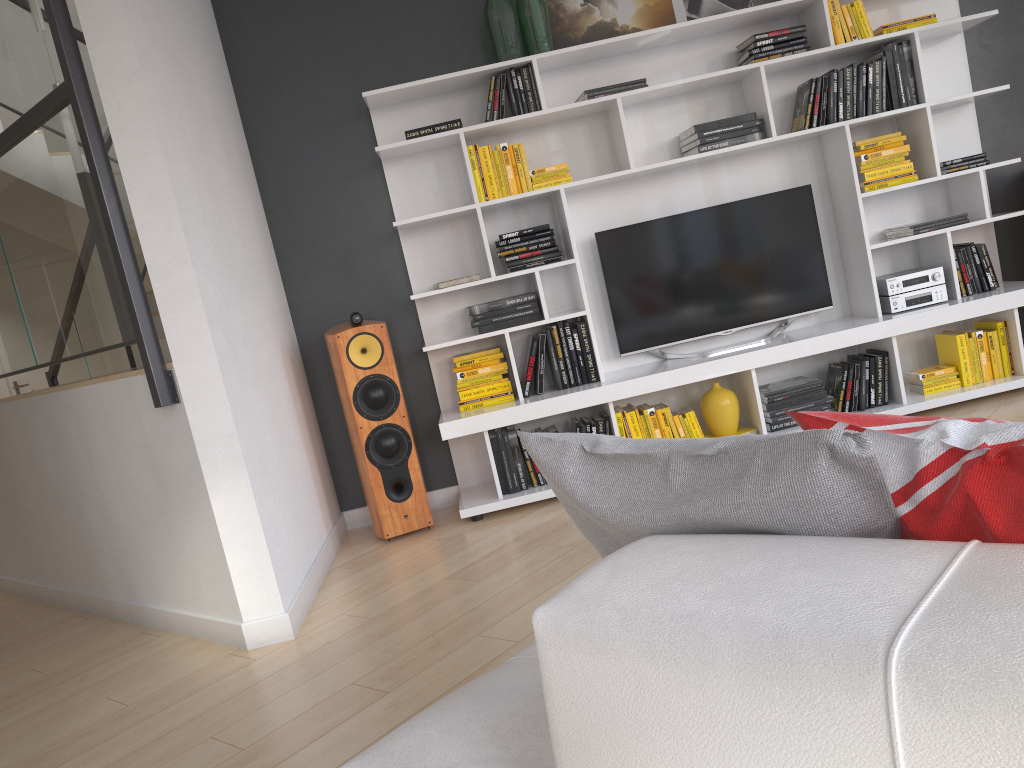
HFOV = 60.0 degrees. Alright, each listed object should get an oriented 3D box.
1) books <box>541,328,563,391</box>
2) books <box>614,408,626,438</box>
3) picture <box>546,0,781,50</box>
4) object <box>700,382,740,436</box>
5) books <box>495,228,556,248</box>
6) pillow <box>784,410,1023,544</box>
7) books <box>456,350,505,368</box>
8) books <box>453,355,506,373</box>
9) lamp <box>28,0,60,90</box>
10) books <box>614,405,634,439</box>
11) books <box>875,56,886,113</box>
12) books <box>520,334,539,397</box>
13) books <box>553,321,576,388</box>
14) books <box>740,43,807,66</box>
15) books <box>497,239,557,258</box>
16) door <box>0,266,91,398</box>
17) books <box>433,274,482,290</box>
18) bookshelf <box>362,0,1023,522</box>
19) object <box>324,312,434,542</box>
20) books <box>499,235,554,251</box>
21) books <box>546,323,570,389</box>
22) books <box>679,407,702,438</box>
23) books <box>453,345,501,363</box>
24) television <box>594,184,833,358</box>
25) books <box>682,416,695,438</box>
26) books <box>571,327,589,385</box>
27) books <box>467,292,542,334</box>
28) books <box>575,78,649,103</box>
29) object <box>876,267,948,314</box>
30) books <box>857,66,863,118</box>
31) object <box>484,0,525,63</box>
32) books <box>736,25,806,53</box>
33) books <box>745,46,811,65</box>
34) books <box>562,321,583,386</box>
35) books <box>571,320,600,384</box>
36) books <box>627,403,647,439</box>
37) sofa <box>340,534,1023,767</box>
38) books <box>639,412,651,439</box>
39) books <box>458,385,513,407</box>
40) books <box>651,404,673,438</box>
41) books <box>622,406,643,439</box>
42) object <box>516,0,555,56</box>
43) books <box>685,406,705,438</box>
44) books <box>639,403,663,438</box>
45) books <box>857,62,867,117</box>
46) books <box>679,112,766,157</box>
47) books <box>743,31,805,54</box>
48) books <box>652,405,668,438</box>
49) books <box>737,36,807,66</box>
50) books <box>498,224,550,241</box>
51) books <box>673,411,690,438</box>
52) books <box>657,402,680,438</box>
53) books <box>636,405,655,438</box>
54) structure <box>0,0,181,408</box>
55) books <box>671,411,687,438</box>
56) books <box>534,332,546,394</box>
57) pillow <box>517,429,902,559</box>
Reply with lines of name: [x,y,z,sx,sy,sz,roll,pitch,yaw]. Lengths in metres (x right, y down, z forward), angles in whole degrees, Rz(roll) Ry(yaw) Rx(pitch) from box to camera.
books: [0.199,-0.125,4.387,0.028,0.301,0.213,-13,7,-2]
books: [0.524,0.258,4.309,0.029,0.270,0.204,-13,7,-2]
picture: [0.700,-2.043,4.345,1.279,0.707,0.076,-13,7,-2]
object: [1.020,0.117,4.345,0.185,0.257,0.185,-16,7,-24]
books: [0.068,-0.710,4.338,0.284,0.030,0.214,-12,7,7]
pillow: [1.258,0.147,0.467,2.250,0.449,0.575,-7,9,40]
books: [-0.155,-0.126,4.393,0.234,0.024,0.171,-13,7,2]
books: [-0.158,-0.101,4.399,0.238,0.023,0.167,-11,7,14]
lamp: [-3.443,-4.121,5.486,0.359,6.725,0.359,-8,8,35]
books: [0.561,0.247,4.331,0.048,0.271,0.213,-13,7,-2]
books: [1.767,-1.436,4.320,0.066,0.260,0.197,-13,7,-2]
books: [0.085,-0.094,4.400,0.142,0.284,0.232,-13,7,-2]
books: [0.258,-0.154,4.396,0.026,0.326,0.237,-13,7,-2]
books: [1.265,-1.589,4.297,0.264,0.020,0.189,-13,7,-3]
books: [0.077,-0.658,4.321,0.284,0.030,0.214,-12,7,7]
door: [-3.899,-0.012,7.638,0.974,2.136,0.085,-13,7,-2]
books: [-0.270,-0.494,4.312,0.209,0.030,0.266,-14,7,-8]
bookshelf: [0.994,-0.685,4.299,3.000,2.052,0.455,-13,7,-2]
object: [-0.661,0.186,4.318,0.290,1.088,0.434,-15,7,-17]
books: [0.070,-0.682,4.321,0.264,0.020,0.189,-13,7,2]
books: [0.227,-0.140,4.392,0.034,0.314,0.237,-13,7,-2]
books: [0.878,0.215,4.328,0.067,0.193,0.148,-13,7,-1]
books: [-0.171,-0.150,4.413,0.234,0.024,0.171,-13,7,2]
television: [1.019,-0.527,4.428,1.102,0.704,0.207,-13,7,-2]
books: [0.858,0.235,4.314,0.049,0.169,0.113,-13,7,-3]
books: [0.326,-0.142,4.394,0.028,0.272,0.200,-13,7,-2]
books: [-0.044,-0.348,4.373,0.343,0.137,0.277,-13,7,-2]
books: [0.473,-1.389,4.267,0.310,0.047,0.250,-14,7,-6]
object: [1.961,-0.466,4.425,0.285,0.174,0.270,-13,7,-2]
books: [1.653,-1.396,4.292,0.069,0.242,0.172,-13,7,-1]
object: [-0.056,-1.753,4.175,0.157,0.507,0.157,-11,7,12]
books: [1.251,-1.668,4.292,0.266,0.030,0.209,-14,7,-8]
books: [1.273,-1.565,4.296,0.284,0.030,0.214,-13,7,2]
books: [0.288,-0.155,4.397,0.034,0.315,0.239,-13,7,-2]
books: [0.362,-0.162,4.396,0.051,0.297,0.230,-13,7,-2]
books: [0.626,0.235,4.338,0.038,0.267,0.202,-13,7,-1]
sofa: [1.779,0.198,1.149,3.424,0.732,2.614,-7,9,43]
books: [0.649,0.251,4.323,0.042,0.230,0.156,-13,7,-3]
books: [-0.127,0.058,4.401,0.269,0.025,0.213,-13,7,1]
books: [0.746,0.222,4.340,0.043,0.235,0.171,-13,7,-3]
books: [0.597,0.244,4.339,0.066,0.258,0.198,-13,7,-2]
object: [0.092,-1.794,4.235,0.157,0.507,0.157,-11,7,12]
books: [0.901,0.208,4.338,0.046,0.193,0.149,-13,7,-1]
books: [0.691,0.227,4.338,0.055,0.252,0.185,-13,7,-3]
books: [1.672,-1.411,4.318,0.075,0.254,0.192,-13,7,-3]
books: [1.022,-1.206,4.336,0.343,0.137,0.277,-14,7,-7]
books: [1.260,-1.642,4.284,0.246,0.026,0.180,-13,7,1]
books: [0.724,0.227,4.320,0.043,0.240,0.169,-13,7,-3]
books: [1.262,-1.617,4.314,0.284,0.030,0.214,-13,7,2]
books: [0.064,-0.735,4.308,0.246,0.026,0.180,-12,7,6]
books: [0.836,0.228,4.324,0.046,0.187,0.134,-13,7,-2]
books: [0.777,0.214,4.350,0.056,0.235,0.172,-13,7,-3]
books: [0.666,0.233,4.327,0.041,0.252,0.180,-13,7,-2]
structure: [-2.057,-1.312,5.325,4.190,4.339,2.823,-7,9,43]
books: [0.815,0.232,4.331,0.056,0.188,0.138,-13,7,-2]
books: [0.136,-0.106,4.384,0.100,0.289,0.210,-13,7,-3]
pillow: [1.397,0.047,0.769,2.953,0.453,0.647,-9,8,31]
